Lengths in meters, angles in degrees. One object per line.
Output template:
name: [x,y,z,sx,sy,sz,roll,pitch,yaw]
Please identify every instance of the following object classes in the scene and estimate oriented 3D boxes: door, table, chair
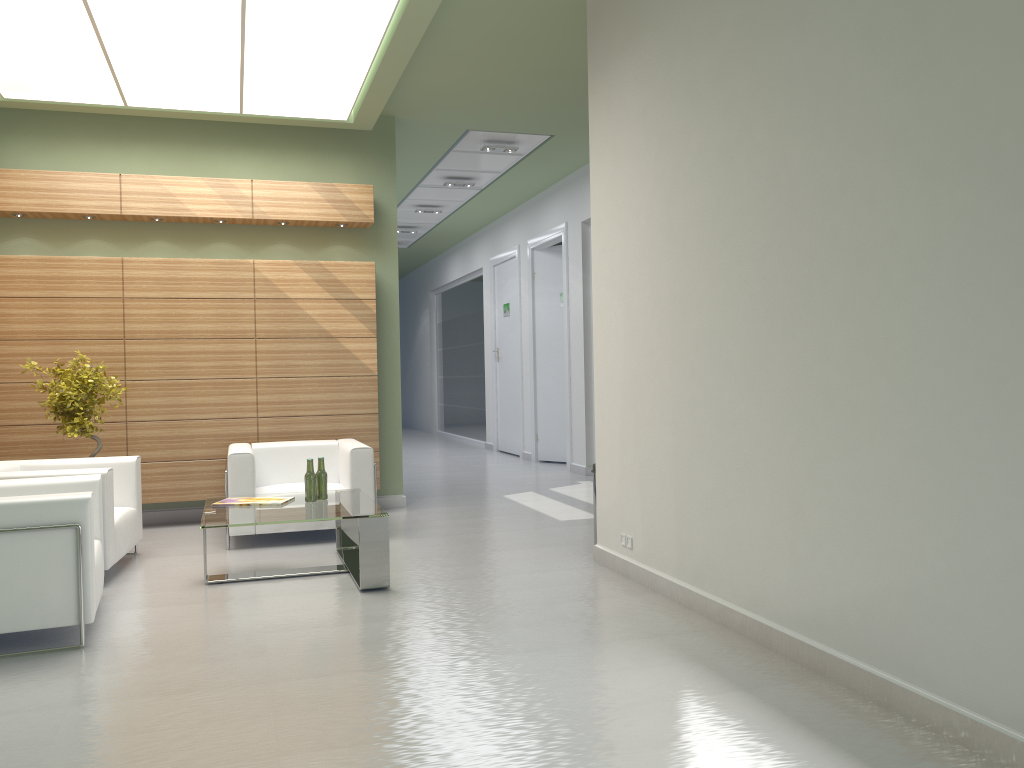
door: [1.371,-0.713,20.643,2.089,5.083,0.134,-1,1,43]
table: [-2.388,1.677,9.590,1.783,0.742,2.197,-1,1,-17]
door: [-0.143,-0.710,23.528,0.250,5.083,2.089,-1,1,-17]
chair: [-5.206,1.513,9.889,1.769,1.234,1.894,-1,1,-12]
chair: [-2.912,1.443,12.116,1.894,1.234,1.802,-1,1,-17]
chair: [-4.529,1.521,7.665,1.802,1.234,1.894,-1,1,-22]

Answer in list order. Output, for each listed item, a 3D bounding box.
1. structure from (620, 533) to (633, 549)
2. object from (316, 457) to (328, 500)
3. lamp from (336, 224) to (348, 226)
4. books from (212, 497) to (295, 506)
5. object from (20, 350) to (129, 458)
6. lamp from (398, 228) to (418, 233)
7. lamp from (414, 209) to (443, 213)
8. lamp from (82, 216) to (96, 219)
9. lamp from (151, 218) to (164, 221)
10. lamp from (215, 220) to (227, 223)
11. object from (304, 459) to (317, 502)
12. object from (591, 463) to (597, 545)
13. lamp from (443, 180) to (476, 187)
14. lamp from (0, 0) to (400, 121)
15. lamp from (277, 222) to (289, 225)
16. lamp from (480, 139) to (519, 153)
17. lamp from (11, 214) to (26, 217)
structure: [1.188,1.626,9.203,0.017,0.118,0.262,-1,1,-17]
object: [-2.134,1.058,9.930,0.131,0.475,0.131,-1,1,37]
lamp: [-2.648,-2.500,13.800,0.181,0.074,0.181,-1,1,-23]
books: [-2.852,1.299,9.812,0.762,0.025,0.508,-1,1,3]
object: [-5.667,0.833,11.455,1.116,2.565,1.201,-1,1,41]
lamp: [-3.027,-4.384,25.195,0.657,0.159,0.286,-1,1,-17]
lamp: [-2.093,-4.373,22.203,0.657,0.159,0.286,-1,1,-17]
lamp: [-6.073,-2.418,12.730,0.181,0.074,0.181,-1,1,-23]
lamp: [-5.205,-2.439,13.001,0.181,0.074,0.181,-1,1,33]
lamp: [-4.354,-2.459,13.267,0.181,0.074,0.181,-1,1,-23]
object: [-2.221,1.062,9.776,0.131,0.475,0.131,-1,1,37]
object: [1.198,1.469,10.603,0.482,1.027,0.483,-1,1,44]
lamp: [-1.142,-4.363,19.160,0.657,0.159,0.286,-1,1,-17]
lamp: [-3.879,-4.025,10.133,4.571,0.325,5.060,-1,1,-17]
lamp: [-3.492,-2.480,13.536,0.181,0.074,0.181,-1,1,33]
lamp: [-0.232,-4.353,16.247,0.657,0.159,0.286,-1,1,-17]
lamp: [-6.930,-2.398,12.463,0.181,0.074,0.181,-1,1,-23]
